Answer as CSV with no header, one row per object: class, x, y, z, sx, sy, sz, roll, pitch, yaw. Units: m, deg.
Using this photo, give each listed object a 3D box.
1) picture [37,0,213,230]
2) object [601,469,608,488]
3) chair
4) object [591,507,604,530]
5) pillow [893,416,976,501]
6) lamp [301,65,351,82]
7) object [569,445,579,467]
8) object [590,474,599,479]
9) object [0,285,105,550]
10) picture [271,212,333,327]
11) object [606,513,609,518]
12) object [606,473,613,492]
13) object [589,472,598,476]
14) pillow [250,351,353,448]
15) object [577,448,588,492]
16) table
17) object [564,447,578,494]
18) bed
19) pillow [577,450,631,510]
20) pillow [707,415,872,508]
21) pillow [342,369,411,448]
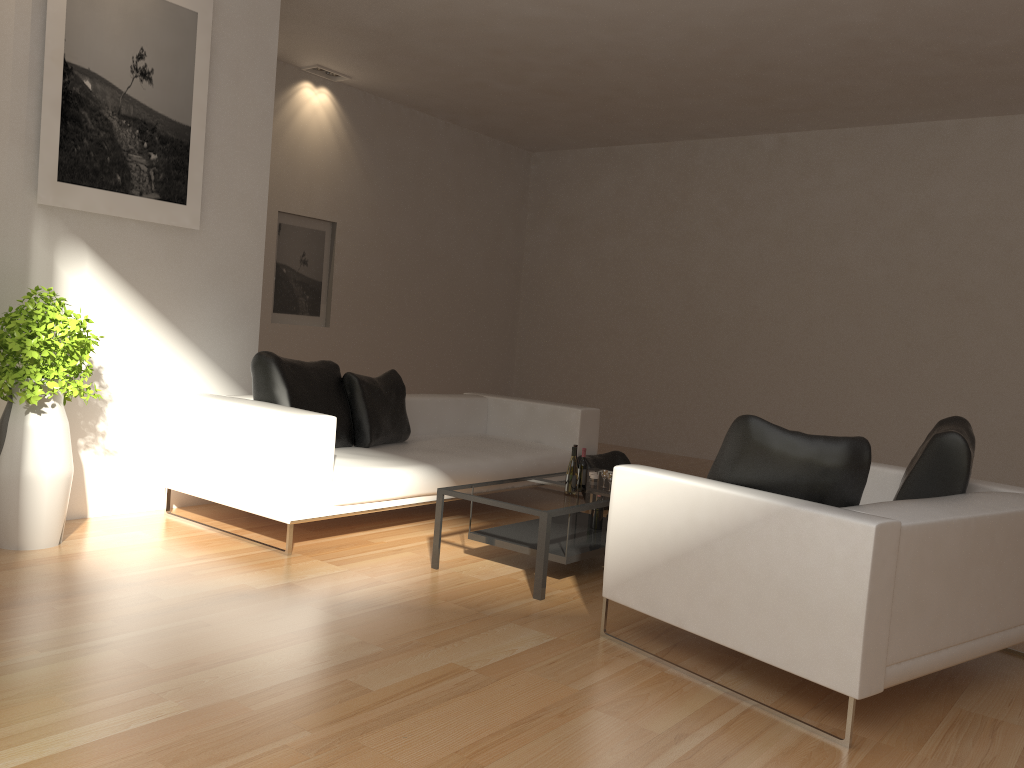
picture,-2.188,-1.676,5.097,0.004,1.431,0.979,7,4,37
object,0.532,0.545,5.107,0.039,0.101,0.039,4,3,-5
chair,1.398,0.781,3.838,1.671,0.761,1.262,2,4,-38
object,0.504,0.745,5.198,0.065,0.217,0.065,6,3,19
pillow,1.887,0.472,3.999,0.324,0.666,0.506,6,3,27
lamp,-1.866,-3.206,8.945,0.243,0.166,0.446,7,4,37
object,0.350,0.467,5.015,0.057,0.248,0.057,2,4,-35
object,0.501,0.561,5.380,0.052,0.021,0.052,5,3,15
object,-2.422,0.160,4.517,0.570,1.324,0.631,2,4,-38
picture,-2.180,-1.165,9.178,0.005,1.155,0.802,7,4,37
object,0.637,0.885,5.740,0.059,0.244,0.059,5,3,14
object,0.553,0.553,4.991,0.039,0.101,0.039,4,3,-11
object,0.502,0.556,5.476,0.052,0.021,0.052,5,3,15
pillow,-1.305,0.136,5.585,0.346,0.666,0.755,6,3,23
object,0.391,0.477,4.917,0.059,0.244,0.059,7,4,37
table,0.345,0.814,5.067,0.709,0.460,1.566,7,4,37
object,0.329,0.469,4.823,0.068,0.257,0.067,3,4,-35
bed,-0.693,0.492,6.204,1.262,0.761,3.075,7,4,37
pillow,0.726,0.756,6.873,0.503,0.457,0.340,3,4,-34
pillow,1.032,0.426,3.446,0.660,0.598,0.291,6,3,26
pillow,-0.931,0.163,6.116,0.270,0.524,0.628,6,3,21
